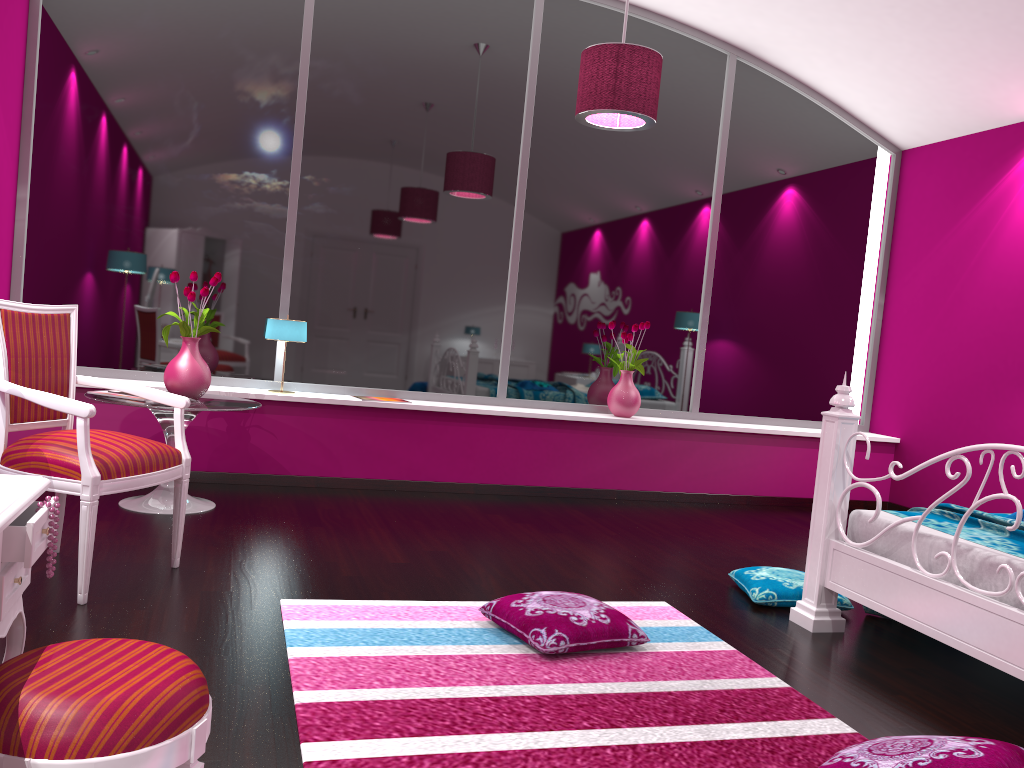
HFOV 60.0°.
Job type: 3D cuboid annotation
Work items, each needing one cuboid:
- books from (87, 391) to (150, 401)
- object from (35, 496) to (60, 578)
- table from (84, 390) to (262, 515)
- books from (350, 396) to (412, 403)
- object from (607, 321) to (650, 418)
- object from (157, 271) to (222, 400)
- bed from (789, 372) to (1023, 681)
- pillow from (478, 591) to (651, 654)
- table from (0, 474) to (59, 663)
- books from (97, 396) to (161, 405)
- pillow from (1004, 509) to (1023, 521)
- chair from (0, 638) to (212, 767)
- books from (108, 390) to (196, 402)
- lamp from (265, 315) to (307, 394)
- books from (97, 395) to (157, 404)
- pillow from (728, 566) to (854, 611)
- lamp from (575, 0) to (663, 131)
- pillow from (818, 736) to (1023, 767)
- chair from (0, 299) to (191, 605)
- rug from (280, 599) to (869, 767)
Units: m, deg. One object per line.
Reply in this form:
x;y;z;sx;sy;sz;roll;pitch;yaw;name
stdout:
-1.676;0.051;3.927;0.300;0.007;0.220;6;3;18;books
-0.834;0.277;1.588;0.032;0.143;0.063;5;3;-17;object
-1.587;0.317;4.141;0.770;0.500;0.771;7;3;27;table
-0.757;0.089;5.112;0.300;0.007;0.220;4;3;-29;books
0.730;-0.097;5.590;0.264;0.614;0.242;8;4;40;object
-1.516;-0.233;4.167;0.264;0.614;0.242;3;4;-44;object
2.416;0.451;2.799;2.317;1.143;2.167;5;3;-17;bed
0.162;0.741;2.818;0.401;0.107;0.419;4;4;-32;pillow
-1.008;0.483;1.226;0.526;0.592;0.856;5;3;-17;table
-1.640;0.068;3.923;0.300;0.007;0.220;7;3;27;books
1.970;0.503;3.062;0.425;0.127;0.404;5;3;-8;pillow
-0.638;0.613;1.330;0.337;0.390;0.337;4;3;-21;chair
-1.608;0.055;3.965;0.300;0.020;0.221;7;3;24;books
-1.272;-0.168;4.963;0.229;0.438;0.229;7;3;27;lamp
-1.633;0.062;3.927;0.300;0.007;0.220;7;3;18;books
1.112;0.816;3.568;0.401;0.101;0.417;5;3;-1;pillow
0.535;-1.783;4.095;0.377;1.129;0.377;3;4;-35;lamp
0.824;0.803;1.790;0.391;0.224;0.425;8;4;41;pillow
-1.424;0.194;2.963;0.511;0.901;0.528;6;3;13;chair
0.216;0.846;2.107;1.400;0.018;2.100;5;3;-17;rug
